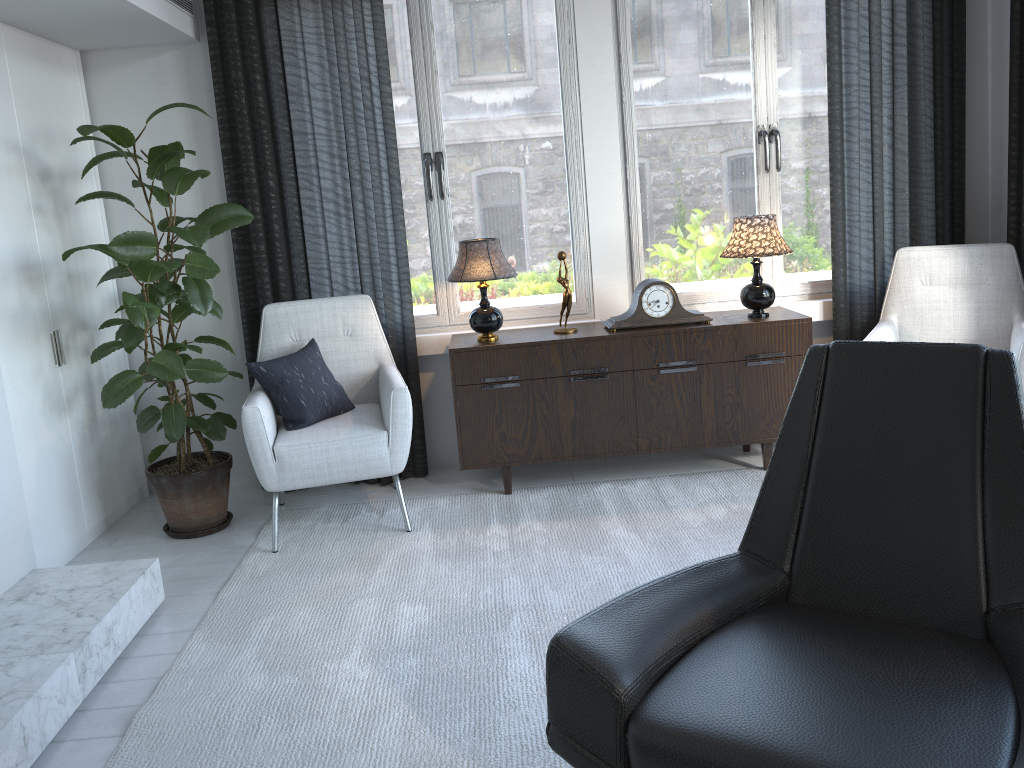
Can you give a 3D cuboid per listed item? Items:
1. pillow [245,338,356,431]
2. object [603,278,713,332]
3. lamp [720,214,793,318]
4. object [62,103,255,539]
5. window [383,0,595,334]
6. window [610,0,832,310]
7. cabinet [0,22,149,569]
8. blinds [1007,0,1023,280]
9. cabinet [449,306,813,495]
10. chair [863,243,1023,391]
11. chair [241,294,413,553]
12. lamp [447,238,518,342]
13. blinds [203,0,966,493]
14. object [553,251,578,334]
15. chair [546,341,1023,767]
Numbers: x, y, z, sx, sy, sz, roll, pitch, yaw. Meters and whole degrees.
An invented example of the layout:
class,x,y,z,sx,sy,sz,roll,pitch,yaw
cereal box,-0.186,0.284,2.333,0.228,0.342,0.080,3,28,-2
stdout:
class,x,y,z,sx,sy,sz,roll,pitch,yaw
pillow,-0.790,0.000,3.347,0.252,0.294,0.359,0,12,25
object,0.570,-0.324,3.518,0.406,0.179,0.182,-5,11,-1
lamp,0.965,-0.463,3.496,0.280,0.395,0.283,0,11,24
object,-1.241,-0.202,3.214,0.937,1.579,0.642,5,14,43
window,-0.364,-1.360,3.663,1.268,2.308,0.134,-5,10,-1
window,1.049,-1.485,3.692,1.268,2.308,0.134,-5,10,-1
cabinet,-1.744,-0.302,3.172,0.191,1.883,1.180,-5,10,-1
blinds,2.023,-1.094,2.017,0.189,3.255,3.234,-5,11,-1
cabinet,0.474,0.067,3.615,1.399,0.608,0.389,-5,10,-1
chair,1.688,-0.101,3.405,0.594,0.818,0.617,1,12,28
chair,-0.694,0.107,3.372,0.594,0.818,0.616,-7,11,-11
lamp,-0.112,-0.367,3.474,0.280,0.395,0.283,0,11,24
blinds,0.356,-1.277,3.568,3.212,3.256,0.190,-5,10,-1
object,0.201,-0.365,3.514,0.096,0.322,0.097,-5,10,-2
chair,0.594,0.385,1.506,0.841,0.805,0.809,3,13,36
